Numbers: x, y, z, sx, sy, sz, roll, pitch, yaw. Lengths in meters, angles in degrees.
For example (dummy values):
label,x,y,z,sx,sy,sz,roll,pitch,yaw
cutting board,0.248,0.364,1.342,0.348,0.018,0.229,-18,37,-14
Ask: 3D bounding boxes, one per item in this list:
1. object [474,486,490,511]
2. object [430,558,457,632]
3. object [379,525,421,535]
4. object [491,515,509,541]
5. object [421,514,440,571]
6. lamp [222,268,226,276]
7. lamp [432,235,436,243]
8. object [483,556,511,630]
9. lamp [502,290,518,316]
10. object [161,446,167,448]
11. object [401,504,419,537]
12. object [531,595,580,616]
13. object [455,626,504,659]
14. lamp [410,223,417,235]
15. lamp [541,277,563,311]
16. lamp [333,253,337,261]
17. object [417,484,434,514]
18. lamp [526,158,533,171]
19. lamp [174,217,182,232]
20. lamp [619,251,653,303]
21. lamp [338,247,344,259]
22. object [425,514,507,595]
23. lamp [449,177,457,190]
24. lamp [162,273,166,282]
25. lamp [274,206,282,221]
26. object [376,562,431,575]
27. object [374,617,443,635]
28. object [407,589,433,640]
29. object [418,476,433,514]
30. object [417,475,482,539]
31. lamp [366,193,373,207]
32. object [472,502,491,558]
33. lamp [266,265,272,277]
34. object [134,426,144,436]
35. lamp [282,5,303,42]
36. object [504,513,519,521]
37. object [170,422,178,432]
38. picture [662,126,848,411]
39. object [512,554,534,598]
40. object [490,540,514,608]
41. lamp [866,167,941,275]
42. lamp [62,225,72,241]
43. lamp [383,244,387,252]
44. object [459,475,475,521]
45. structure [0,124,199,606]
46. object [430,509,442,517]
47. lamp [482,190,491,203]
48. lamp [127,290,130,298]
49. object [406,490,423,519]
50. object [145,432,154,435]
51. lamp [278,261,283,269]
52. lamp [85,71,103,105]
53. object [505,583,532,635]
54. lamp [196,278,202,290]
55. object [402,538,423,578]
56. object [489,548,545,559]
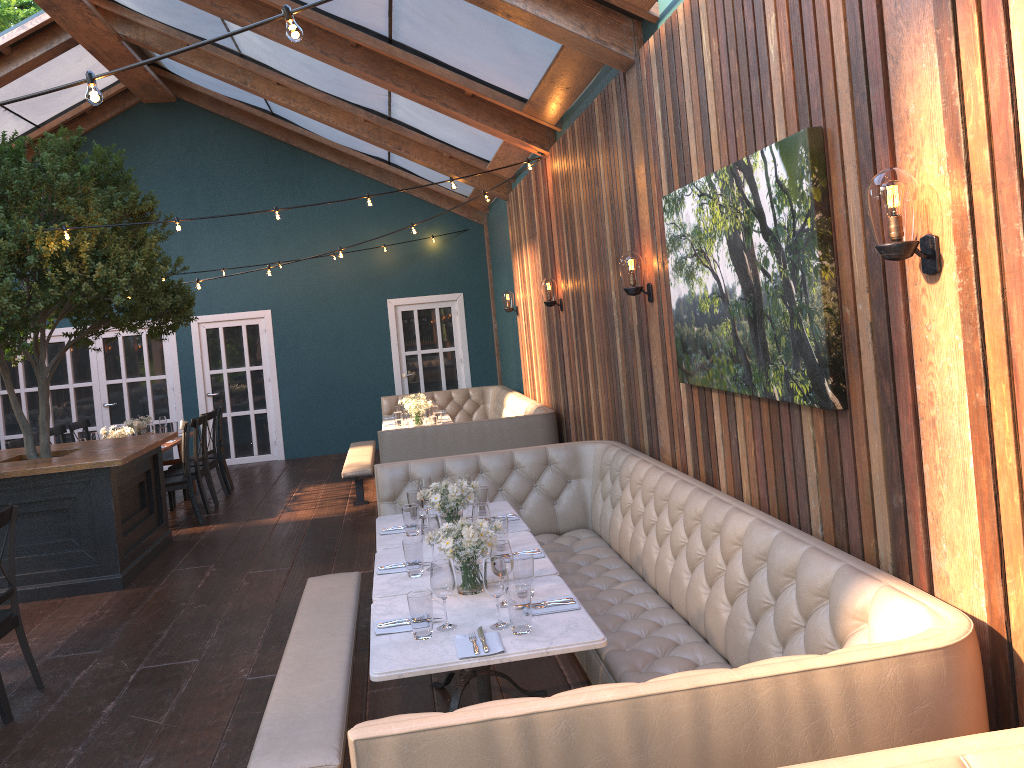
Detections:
label,x,y,z,sx,sy,sz,roll,pitch,yaw
object,-0.169,0.666,5.035,0.092,0.158,0.092,-6,2,-21
object,-0.248,0.767,3.224,0.092,0.244,0.092,-5,1,-5
object,-0.600,0.789,4.854,0.255,0.019,0.158,-6,4,-8
object,-0.058,0.715,4.242,0.092,0.158,0.092,-6,2,-21
object,-0.362,0.718,4.012,0.092,0.244,0.092,-4,1,40
lamp,-3.904,-1.520,11.980,0.059,0.119,0.056,-5,1,16
lamp,-1.168,-2.159,13.177,0.056,0.121,0.056,-6,1,-26
object,-0.053,0.752,3.187,0.092,0.244,0.092,-4,1,40
lamp,-0.028,-0.981,10.738,0.178,0.320,0.146,-5,1,-8
object,-3.829,0.681,9.448,0.255,0.019,0.158,-6,4,-8
object,-0.536,0.725,4.703,0.092,0.158,0.092,-6,2,-21
object,0.123,0.836,3.348,0.255,0.019,0.158,-6,4,-8
object,-0.116,0.882,3.039,0.157,0.019,0.255,-6,4,-7
lamp,-0.922,-1.461,8.320,0.056,0.118,0.066,-6,2,-32
lamp,0.354,-0.810,8.016,0.178,0.320,0.146,-5,1,-8
lamp,-2.524,-1.809,12.587,0.056,0.119,0.061,-5,1,-7
object,-0.462,0.669,4.779,0.092,0.244,0.092,-4,1,40
lamp,0.159,-1.974,7.956,0.056,0.120,0.056,-5,1,21
lamp,-2.543,-1.216,6.733,0.060,0.119,0.056,-5,1,16
lamp,0.736,-0.639,5.297,0.178,0.320,0.146,-5,1,-8
lamp,-1.640,-1.257,8.476,0.056,0.121,0.056,-6,1,-30
object,-0.187,0.697,3.648,0.336,0.309,0.330,-5,3,9
lamp,-0.508,-1.734,7.647,0.064,0.118,0.056,-5,1,1
lamp,-4.598,-1.402,11.673,0.056,0.121,0.056,-4,2,43
lamp,-1.864,-1.358,7.040,0.056,0.117,0.068,-6,1,-11
object,-0.500,0.838,4.087,0.255,0.019,0.158,-6,4,-8
object,-0.386,0.887,3.299,0.255,0.019,0.158,-6,4,-8
object,-0.322,0.823,3.148,0.092,0.158,0.092,-6,2,-21
object,-0.483,0.653,5.020,0.092,0.244,0.092,-4,1,40
object,-0.321,0.637,4.598,0.336,0.309,0.330,-5,3,4
lamp,-1.187,-1.531,7.363,0.056,0.121,0.056,-6,1,-26
object,-0.139,0.686,4.165,0.092,0.244,0.092,-4,1,40
lamp,-2.372,-1.105,8.638,0.056,0.121,0.056,-6,1,-31
object,-4.005,0.580,9.507,0.092,0.244,0.092,-4,1,40
lamp,-0.733,-1.203,2.957,0.063,0.118,0.056,-6,1,-14
object,-0.092,0.740,4.885,0.255,0.019,0.158,-6,4,-8
object,-4.082,0.539,10.703,0.091,0.158,0.092,-5,2,19
picture,0.984,-0.453,3.904,0.065,0.996,1.652,-5,3,-8
object,0.047,0.762,3.499,0.092,0.158,0.092,-6,2,-21
object,-0.035,0.732,3.422,0.092,0.244,0.092,-4,1,40
lamp,1.121,-0.467,2.554,0.178,0.320,0.146,-5,1,-8
lamp,-3.234,-1.097,6.423,0.060,0.119,0.056,-6,1,-22
lamp,-1.848,-1.977,12.880,0.056,0.120,0.056,-5,1,13
object,-0.251,0.636,4.958,0.092,0.244,0.092,-4,1,40
structure,-3.959,-0.257,7.297,2.714,3.693,2.856,-5,2,1
object,-0.399,0.747,5.170,0.157,0.019,0.255,-6,4,-7
lamp,-0.236,-1.732,8.171,0.074,0.115,0.056,-5,1,-2
lamp,-3.857,-0.907,8.906,0.056,0.121,0.056,-5,1,12
object,-0.555,0.696,5.099,0.092,0.158,0.092,-6,2,-21
object,-3.924,0.608,9.604,0.091,0.158,0.092,-4,2,29
lamp,-3.219,-1.656,12.297,0.060,0.119,0.056,-4,1,34
lamp,-1.458,-1.032,3.083,0.056,0.121,0.056,-5,1,13
object,0.027,0.793,3.109,0.091,0.158,0.092,-4,2,29
lamp,-3.109,-0.990,8.774,0.056,0.121,0.056,-5,1,1
object,-0.436,0.774,3.936,0.092,0.158,0.092,-6,2,-21
object,0.019,0.790,4.092,0.255,0.019,0.158,-6,4,-8
